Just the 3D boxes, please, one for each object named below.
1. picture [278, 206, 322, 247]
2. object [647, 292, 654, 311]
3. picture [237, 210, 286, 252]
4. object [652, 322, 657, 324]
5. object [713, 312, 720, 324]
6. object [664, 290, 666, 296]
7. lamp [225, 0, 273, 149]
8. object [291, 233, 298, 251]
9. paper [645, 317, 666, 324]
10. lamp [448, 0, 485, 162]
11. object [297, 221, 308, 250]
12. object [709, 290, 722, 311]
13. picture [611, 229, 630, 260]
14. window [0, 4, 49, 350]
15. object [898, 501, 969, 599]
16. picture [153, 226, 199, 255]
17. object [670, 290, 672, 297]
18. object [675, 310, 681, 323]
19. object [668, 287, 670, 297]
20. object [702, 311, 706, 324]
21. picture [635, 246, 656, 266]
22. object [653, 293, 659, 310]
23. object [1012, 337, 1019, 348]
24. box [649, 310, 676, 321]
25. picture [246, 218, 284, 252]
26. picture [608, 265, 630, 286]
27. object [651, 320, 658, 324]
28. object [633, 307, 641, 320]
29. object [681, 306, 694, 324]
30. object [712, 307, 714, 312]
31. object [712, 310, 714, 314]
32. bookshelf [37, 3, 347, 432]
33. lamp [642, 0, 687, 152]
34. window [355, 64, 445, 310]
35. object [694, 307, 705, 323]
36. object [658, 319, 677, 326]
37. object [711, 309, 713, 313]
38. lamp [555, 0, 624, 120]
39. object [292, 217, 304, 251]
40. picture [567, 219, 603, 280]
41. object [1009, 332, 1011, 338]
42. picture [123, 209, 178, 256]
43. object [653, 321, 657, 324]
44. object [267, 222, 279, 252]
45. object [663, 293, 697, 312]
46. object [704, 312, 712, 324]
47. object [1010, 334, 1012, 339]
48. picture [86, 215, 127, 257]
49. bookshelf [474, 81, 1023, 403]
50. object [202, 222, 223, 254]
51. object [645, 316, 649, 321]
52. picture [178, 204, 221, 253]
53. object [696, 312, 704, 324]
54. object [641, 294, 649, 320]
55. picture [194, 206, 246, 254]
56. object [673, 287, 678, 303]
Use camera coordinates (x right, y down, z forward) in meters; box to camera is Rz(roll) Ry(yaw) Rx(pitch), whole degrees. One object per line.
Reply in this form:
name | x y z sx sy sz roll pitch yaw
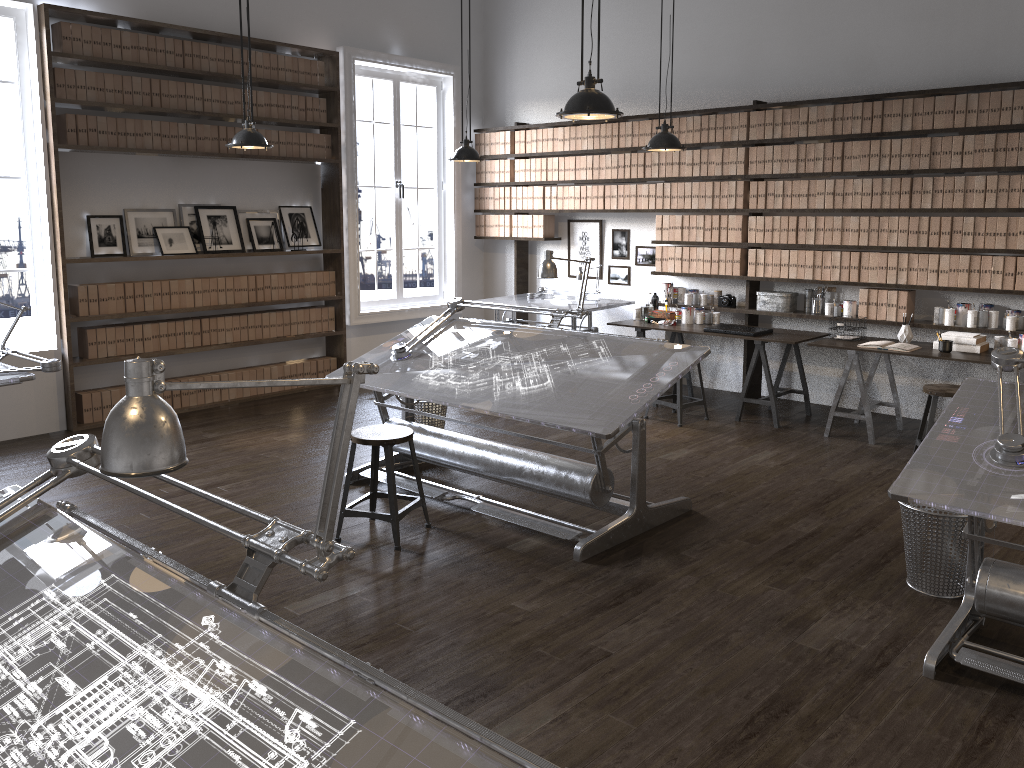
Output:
picture | -1.907 -1.418 7.969 0.161 0.362 0.344 8 12 42
object | 1.198 -0.679 7.713 0.069 0.236 0.068 7 11 39
picture | -2.187 -1.333 7.711 0.095 0.358 0.436 7 12 41
object | 1.200 -0.517 7.477 0.005 0.005 0.159 -2 11 -13
object | 1.710 -0.550 7.412 0.062 0.094 0.062 0 9 1
object | 1.331 -0.719 7.597 0.071 0.185 0.008 8 11 43
lamp | -1.766 -2.699 5.806 0.311 2.236 0.314 3 9 22
object | -1.903 -1.241 7.742 0.040 0.164 0.066 7 11 42
paper | 1.210 -0.537 7.501 0.155 0.038 0.138 6 12 27
lamp | -0.383 -2.987 7.310 0.311 2.236 0.314 3 9 22
object | -1.862 -1.314 7.872 0.040 0.260 0.111 7 11 42
object | 1.749 -0.716 7.583 0.107 0.160 0.238 1 10 8
picture | 1.029 -1.321 8.372 0.202 0.282 0.022 8 11 41
window | -3.876 -1.329 5.843 0.154 2.479 1.489 7 11 41
object | 1.812 0.682 3.761 0.353 0.375 0.355 -5 10 -26
picture | -2.682 -1.142 7.067 0.145 0.227 0.301 8 13 41
object | 1.348 -0.723 7.586 0.055 0.191 0.006 7 11 41
object | 1.407 -0.570 7.491 0.050 0.111 0.049 7 11 38
object | 1.335 -0.727 7.578 0.007 0.212 0.055 -2 8 -12
object | 1.615 -0.559 7.458 0.045 0.100 0.044 8 11 41
picture | 1.248 -1.182 8.187 0.252 0.182 0.023 9 12 42
object | 1.255 -0.687 7.776 0.069 0.228 0.068 7 11 39
object | 3.350 -0.258 5.899 0.045 0.100 0.044 8 11 42
box | 1.301 -0.586 7.621 0.212 0.083 0.138 9 14 41
picture | -2.148 -1.296 7.697 0.127 0.288 0.291 8 12 41
picture | 1.020 -1.033 8.419 0.252 0.182 0.023 9 12 42
object | 1.206 -0.522 7.465 0.011 0.017 0.173 -3 11 -16
object | 1.090 -0.612 7.707 0.068 0.104 0.068 -8 12 -43
object | 1.482 -0.581 7.473 0.105 0.140 0.104 6 11 34
object | 1.685 -0.581 7.469 0.030 0.132 0.004 6 10 37
object | 1.688 -0.576 7.487 0.035 0.102 0.004 6 10 35
bookshelf | -2.519 -0.970 7.343 0.414 3.696 2.484 7 11 42
lamp | 1.062 -2.737 6.017 0.311 2.236 0.314 3 9 22
window | -1.124 -1.879 8.670 0.154 2.293 1.250 7 11 42
object | 1.590 -0.584 7.521 0.094 0.127 0.095 -9 12 -43
object | 1.293 -0.521 7.397 0.132 0.050 0.198 -3 11 -18
object | 1.675 -0.582 7.470 0.036 0.117 0.005 6 10 36
lamp | 0.356 -2.330 3.900 0.313 2.236 0.312 -4 9 -27
object | -1.888 -1.322 7.800 0.040 0.302 0.119 7 11 42
picture | 0.712 -1.317 8.650 0.416 0.570 0.040 8 11 42
object | 3.359 -0.289 5.958 0.005 0.117 0.036 -7 11 -42
picture | -2.837 -1.200 6.999 0.083 0.362 0.417 7 12 41
object | 1.206 -0.518 7.458 0.006 0.006 0.157 4 11 21
object | -2.052 -1.264 7.612 0.040 0.258 0.124 7 11 42
object | 1.461 -0.705 7.654 0.345 0.145 0.077 -5 10 -25
object | 1.643 -0.549 7.408 0.062 0.093 0.064 0 9 1
object | 3.373 -0.284 5.973 0.004 0.102 0.035 -7 11 -40
picture | -3.089 -1.129 6.754 0.058 0.313 0.268 7 12 42
bookshelf | 3.124 -0.530 6.437 9.211 3.183 0.375 10 12 42
object | -2.431 -1.182 7.179 0.040 0.258 0.175 7 11 42
object | 1.170 -0.561 7.621 0.049 0.037 0.049 8 13 38
picture | -2.551 -1.281 7.314 0.091 0.403 0.371 7 12 41
object | 1.573 -0.550 7.412 0.062 0.094 0.062 -1 9 -8
object | 1.150 -0.666 7.661 0.069 0.228 0.068 7 11 39
picture | -2.428 -1.285 7.372 0.149 0.388 0.375 8 12 42
object | 1.447 -0.793 7.871 0.050 0.138 0.051 7 11 39
